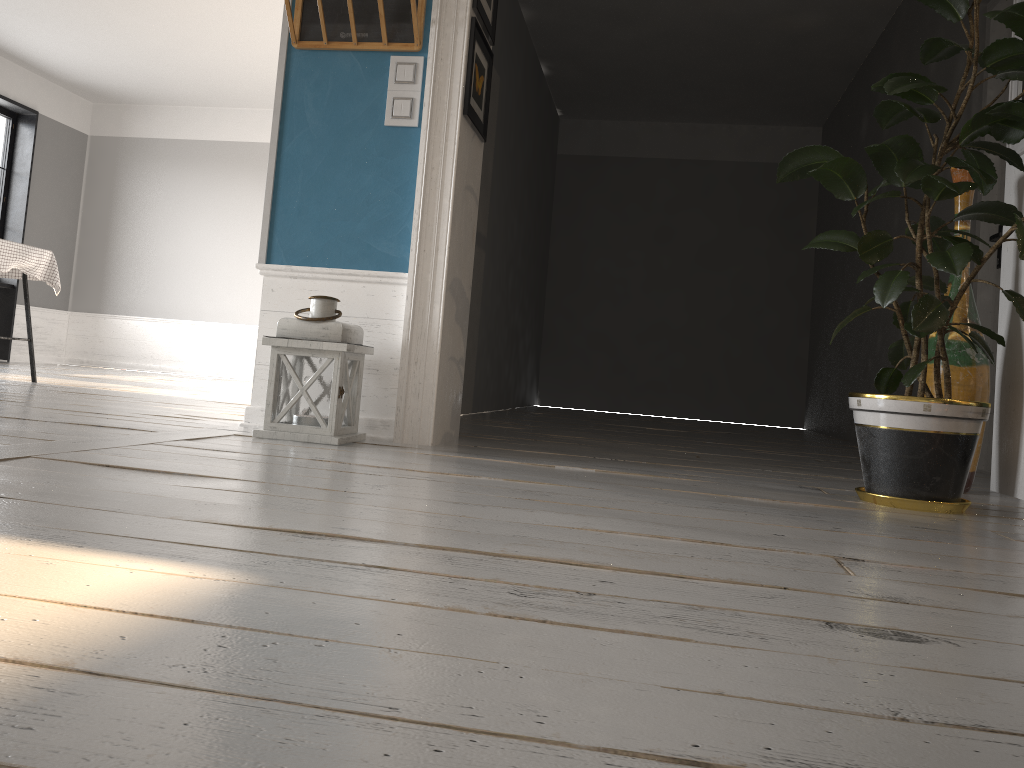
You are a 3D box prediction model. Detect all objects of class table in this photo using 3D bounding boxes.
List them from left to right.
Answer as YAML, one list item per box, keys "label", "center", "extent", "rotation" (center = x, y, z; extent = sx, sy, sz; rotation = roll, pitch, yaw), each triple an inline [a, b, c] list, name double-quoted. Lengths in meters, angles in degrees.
- label: "table"
  center: [-3.736, -0.479, 4.988]
  extent: [2.026, 0.787, 0.928]
  rotation: [5, -1, 9]

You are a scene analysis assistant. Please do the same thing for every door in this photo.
- label: "door"
  center: [2.276, -0.737, 3.811]
  extent: [0.178, 2.315, 1.033]
  rotation: [4, -3, 9]

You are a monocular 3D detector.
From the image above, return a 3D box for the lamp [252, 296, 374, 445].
- label: "lamp"
  center: [-0.648, -0.057, 2.955]
  extent: [0.287, 0.479, 0.285]
  rotation: [4, -3, 8]

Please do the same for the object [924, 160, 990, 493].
- label: "object"
  center: [1.516, -0.200, 3.012]
  extent: [0.216, 1.128, 0.215]
  rotation: [4, -3, 4]

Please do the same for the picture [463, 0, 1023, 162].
- label: "picture"
  center: [0.841, -1.255, 3.194]
  extent: [1.946, 0.756, 0.357]
  rotation: [5, -3, 9]

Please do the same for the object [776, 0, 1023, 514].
- label: "object"
  center: [1.055, -0.561, 0.891]
  extent: [1.012, 1.799, 3.885]
  rotation: [4, 0, 9]

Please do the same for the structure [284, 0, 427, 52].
- label: "structure"
  center: [-0.552, -1.609, 3.176]
  extent: [0.495, 0.778, 0.184]
  rotation: [4, -3, 9]
